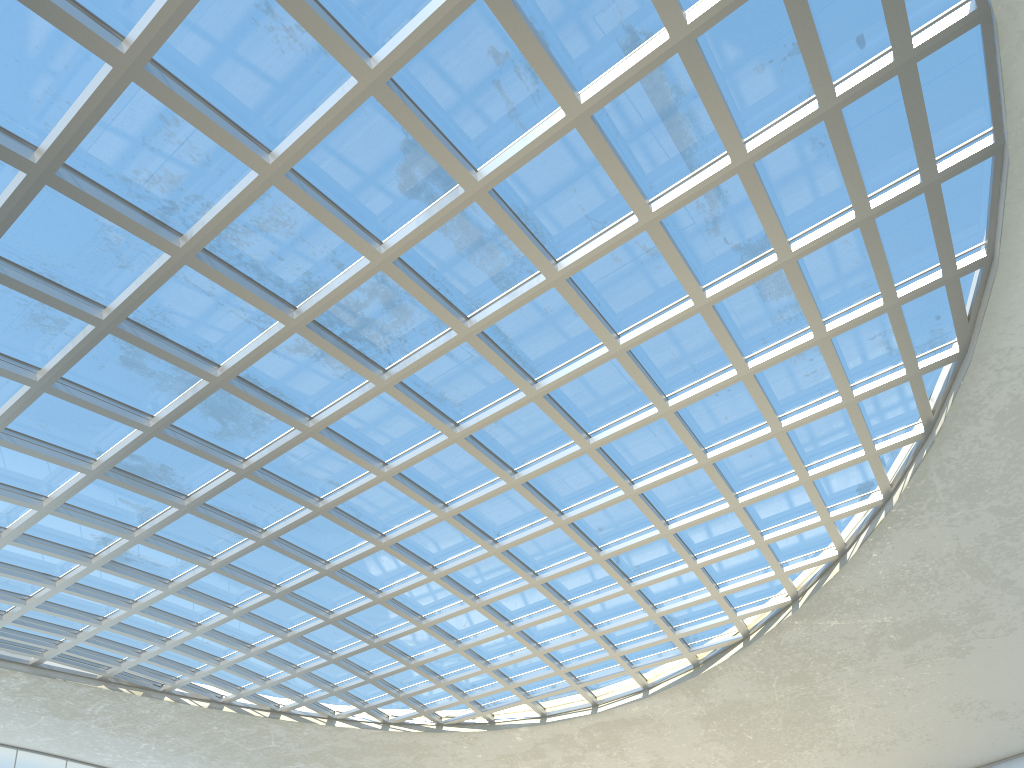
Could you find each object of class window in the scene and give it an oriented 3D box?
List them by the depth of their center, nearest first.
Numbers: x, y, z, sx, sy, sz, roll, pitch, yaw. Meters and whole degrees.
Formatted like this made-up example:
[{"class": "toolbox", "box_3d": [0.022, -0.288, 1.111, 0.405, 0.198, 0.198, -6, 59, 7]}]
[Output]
[{"class": "window", "box_3d": [-14.013, 10.182, 48.314, 82.998, 9.525, 88.132, -25, -43, 27]}]
